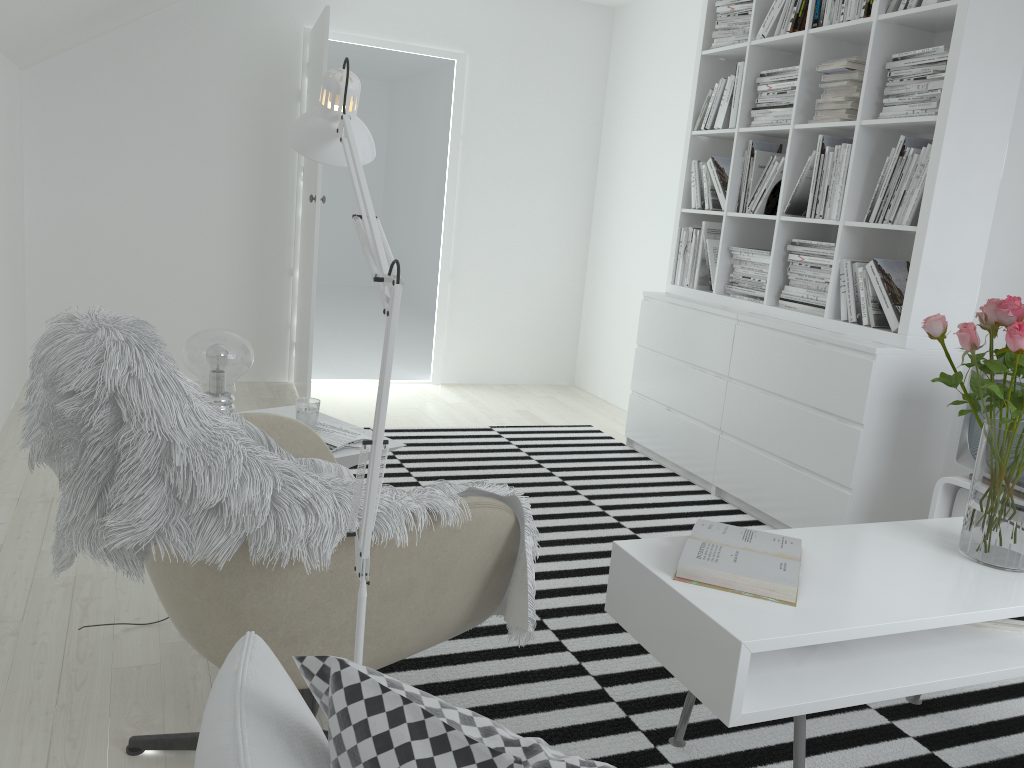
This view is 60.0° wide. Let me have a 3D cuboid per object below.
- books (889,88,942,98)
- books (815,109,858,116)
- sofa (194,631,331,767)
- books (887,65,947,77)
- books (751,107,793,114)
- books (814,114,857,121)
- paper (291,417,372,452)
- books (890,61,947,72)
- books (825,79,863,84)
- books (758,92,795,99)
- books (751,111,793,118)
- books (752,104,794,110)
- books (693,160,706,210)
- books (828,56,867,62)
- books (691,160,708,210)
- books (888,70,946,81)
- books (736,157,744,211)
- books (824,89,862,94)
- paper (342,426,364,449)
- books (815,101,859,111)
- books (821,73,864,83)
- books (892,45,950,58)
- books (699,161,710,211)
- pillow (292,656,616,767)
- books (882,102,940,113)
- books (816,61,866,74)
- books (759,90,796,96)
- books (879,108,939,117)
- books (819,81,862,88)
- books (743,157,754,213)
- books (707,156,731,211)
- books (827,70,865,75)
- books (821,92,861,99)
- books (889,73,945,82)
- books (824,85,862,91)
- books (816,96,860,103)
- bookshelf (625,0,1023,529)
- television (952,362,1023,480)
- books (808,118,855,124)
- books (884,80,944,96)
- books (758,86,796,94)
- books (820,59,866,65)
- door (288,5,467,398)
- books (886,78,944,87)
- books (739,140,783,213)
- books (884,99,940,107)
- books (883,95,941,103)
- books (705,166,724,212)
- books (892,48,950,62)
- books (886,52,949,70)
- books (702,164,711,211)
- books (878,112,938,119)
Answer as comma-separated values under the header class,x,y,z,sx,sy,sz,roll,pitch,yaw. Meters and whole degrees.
class,x,y,z,sx,sy,sz,roll,pitch,yaw
books,1.540,-1.043,3.226,0.182,0.016,0.288,3,12,-13
books,1.399,-1.085,3.602,0.273,0.021,0.174,1,13,-23
sofa,1.022,0.719,1.052,2.647,0.768,0.917,1,13,-23
books,1.529,-1.126,3.224,0.167,0.017,0.263,1,13,-23
books,1.251,-1.199,3.935,0.232,0.014,0.308,0,13,-26
books,1.397,-1.065,3.601,0.288,0.016,0.182,-1,13,-28
paper,-0.569,0.133,2.441,0.312,0.024,0.205,11,13,26
books,1.530,-1.140,3.219,0.161,0.013,0.254,1,13,-23
books,1.422,-1.203,3.591,0.256,0.013,0.161,2,12,-18
books,1.228,-1.259,3.908,0.161,0.012,0.254,1,13,-23
books,1.251,-1.184,3.933,0.232,0.014,0.314,0,13,-24
books,1.261,-1.211,3.934,0.251,0.012,0.312,1,12,-22
books,0.983,-0.979,4.393,0.172,0.235,0.112,1,13,-23
books,1.425,-1.285,3.569,0.254,0.012,0.161,1,13,-23
books,0.977,-0.990,4.435,0.172,0.239,0.093,1,13,-23
books,1.516,-1.113,3.227,0.161,0.013,0.256,3,12,-13
books,1.128,-0.920,4.137,0.161,0.254,0.012,1,13,-23
books,1.418,-1.162,3.588,0.263,0.017,0.167,-1,13,-28
paper,-0.569,0.136,2.441,0.312,0.015,0.205,4,12,-8
books,1.398,-1.108,3.594,0.296,0.028,0.180,-2,14,-33
books,1.410,-1.218,3.579,0.273,0.021,0.174,-2,14,-33
books,1.529,-1.190,3.206,0.161,0.012,0.254,2,12,-18
books,0.998,-0.970,4.365,0.152,0.232,0.104,1,13,-23
pillow,1.061,0.471,0.964,2.488,0.513,0.676,1,12,-21
books,1.518,-0.999,3.238,0.174,0.021,0.273,2,12,-18
books,1.413,-1.252,3.565,0.331,0.025,0.176,1,13,-23
books,1.239,-1.269,3.898,0.159,0.012,0.285,1,13,-23
books,1.521,-0.980,3.241,0.182,0.016,0.288,1,13,-23
books,1.404,-1.189,3.578,0.285,0.012,0.159,1,13,-23
books,1.153,-0.907,4.094,0.161,0.254,0.013,1,13,-23
books,1.053,-0.951,4.242,0.176,0.255,0.226,1,13,-23
books,1.422,-1.234,3.574,0.254,0.013,0.161,-1,13,-28
books,1.414,-1.143,3.575,0.288,0.016,0.182,-2,14,-33
books,1.530,-1.096,3.212,0.159,0.012,0.285,2,12,-18
books,1.410,-1.179,3.590,0.254,0.012,0.161,-2,14,-33
books,1.403,-1.127,3.575,0.288,0.016,0.182,2,12,-18
bookshelf,1.209,-0.675,3.829,0.440,2.416,1.595,1,13,-23
television,1.626,0.153,2.701,0.273,0.374,0.414,1,13,-23
books,1.384,-1.053,3.616,0.288,0.016,0.182,1,13,-23
books,1.526,-1.064,3.221,0.180,0.028,0.296,2,12,-18
books,1.224,-1.285,3.912,0.161,0.013,0.256,2,12,-18
books,1.408,-1.273,3.569,0.285,0.012,0.159,2,12,-18
door,-0.965,-0.968,5.138,0.688,2.055,1.397,11,13,24
books,1.519,-1.086,3.223,0.161,0.012,0.254,-1,13,-28
books,1.150,-0.948,4.103,0.176,0.331,0.025,1,13,-23
books,1.518,-1.018,3.243,0.161,0.013,0.254,1,13,-23
books,1.536,-1.030,3.239,0.182,0.016,0.288,-1,13,-28
books,1.022,-0.945,4.306,0.161,0.213,0.118,1,13,-23
books,1.528,-1.174,3.193,0.159,0.012,0.285,3,12,-13
books,1.535,-1.155,3.203,0.176,0.025,0.331,2,12,-18
books,1.012,-0.957,4.342,0.161,0.218,0.101,1,13,-23
books,1.506,-0.964,3.234,0.182,0.016,0.288,2,12,-18
